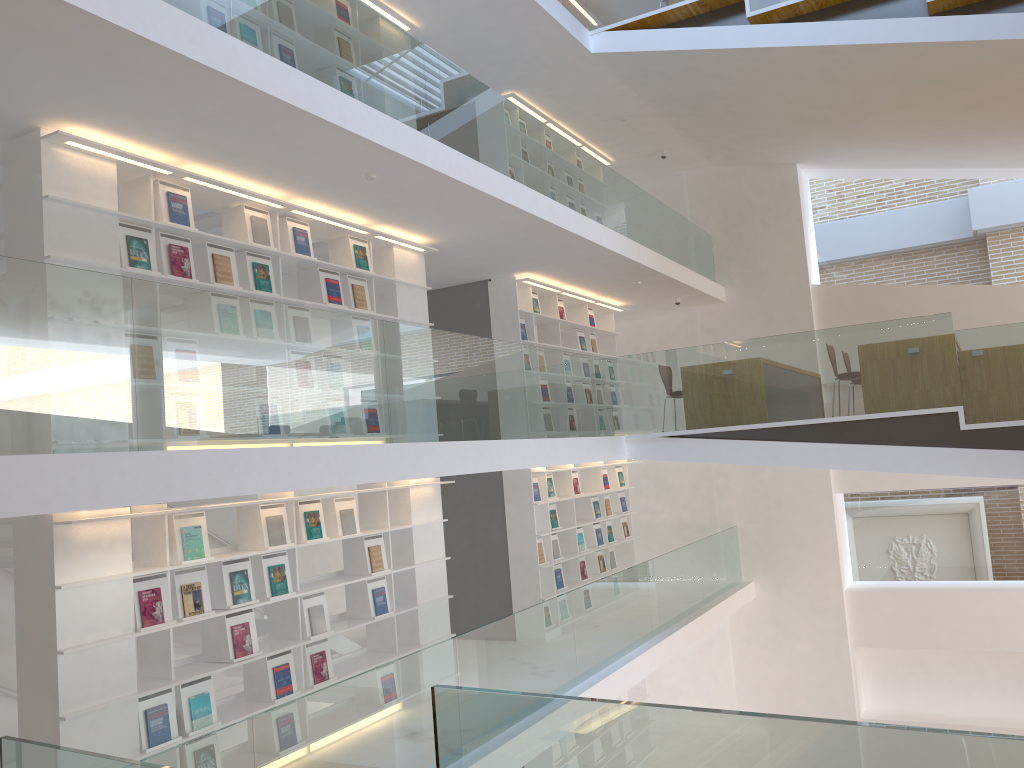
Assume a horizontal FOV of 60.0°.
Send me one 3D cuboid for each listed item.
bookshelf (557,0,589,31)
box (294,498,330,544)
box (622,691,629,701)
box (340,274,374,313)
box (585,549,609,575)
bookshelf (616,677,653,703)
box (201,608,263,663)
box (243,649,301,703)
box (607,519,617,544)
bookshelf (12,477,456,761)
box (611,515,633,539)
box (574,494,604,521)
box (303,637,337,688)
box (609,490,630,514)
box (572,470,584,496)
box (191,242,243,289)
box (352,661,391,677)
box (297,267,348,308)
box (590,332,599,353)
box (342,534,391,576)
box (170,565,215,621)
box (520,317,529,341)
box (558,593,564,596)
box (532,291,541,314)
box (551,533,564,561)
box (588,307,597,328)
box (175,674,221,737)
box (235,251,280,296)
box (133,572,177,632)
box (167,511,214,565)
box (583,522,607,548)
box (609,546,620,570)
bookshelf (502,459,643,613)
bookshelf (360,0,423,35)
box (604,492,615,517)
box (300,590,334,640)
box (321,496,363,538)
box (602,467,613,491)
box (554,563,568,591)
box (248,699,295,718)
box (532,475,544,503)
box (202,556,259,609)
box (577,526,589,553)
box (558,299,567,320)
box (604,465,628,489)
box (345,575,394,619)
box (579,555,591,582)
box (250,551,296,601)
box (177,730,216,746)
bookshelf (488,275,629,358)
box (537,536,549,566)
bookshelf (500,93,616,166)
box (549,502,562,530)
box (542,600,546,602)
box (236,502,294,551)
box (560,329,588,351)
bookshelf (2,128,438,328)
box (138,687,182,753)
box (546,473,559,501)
[{"bbox_3d":[0.417,-4.234,11.156,0.498,1.836,2.984,-7,-6,28],"label":"bookshelf"},{"bbox_3d":[-1.504,0.984,6.375,0.274,0.296,0.245,-7,-6,28],"label":"box"},{"bbox_3d":[1.306,3.889,11.061,0.274,0.296,0.245,-7,-6,28],"label":"box"},{"bbox_3d":[-1.301,-0.707,7.147,0.274,0.296,0.245,-7,-6,28],"label":"box"},{"bbox_3d":[1.012,2.179,10.913,0.274,0.296,0.245,-7,-6,28],"label":"box"},{"bbox_3d":[1.051,3.869,10.444,0.498,1.836,2.984,-7,-6,28],"label":"bookshelf"},{"bbox_3d":[-1.797,1.602,5.686,0.274,0.296,0.245,-7,-6,28],"label":"box"},{"bbox_3d":[-1.611,1.949,5.951,0.274,0.296,0.245,-7,-6,28],"label":"box"},{"bbox_3d":[1.148,1.866,11.239,0.274,0.296,0.245,-7,-6,28],"label":"box"},{"bbox_3d":[-1.568,1.651,6.201,0.397,1.836,3.666,-7,-6,28],"label":"bookshelf"},{"bbox_3d":[1.410,1.887,11.721,0.274,0.296,0.245,-7,-6,28],"label":"box"},{"bbox_3d":[0.955,1.526,10.959,0.274,0.296,0.245,-7,-6,28],"label":"box"},{"bbox_3d":[-1.432,1.964,6.280,0.274,0.296,0.245,-7,-6,28],"label":"box"},{"bbox_3d":[1.378,1.560,11.738,0.274,0.296,0.245,-7,-6,28],"label":"box"},{"bbox_3d":[0.664,1.176,10.495,0.274,0.296,0.245,-7,-6,28],"label":"box"},{"bbox_3d":[-1.984,-0.764,5.889,0.274,0.296,0.245,-7,-6,28],"label":"box"},{"bbox_3d":[-1.052,2.320,6.904,0.274,0.296,0.245,-7,-6,28],"label":"box"},{"bbox_3d":[-1.464,-0.724,6.849,0.274,0.296,0.245,-7,-6,28],"label":"box"},{"bbox_3d":[0.967,-0.507,11.456,0.274,0.296,0.245,-7,-6,28],"label":"box"},{"bbox_3d":[-1.141,1.339,6.967,0.274,0.296,0.245,-7,-6,28],"label":"box"},{"bbox_3d":[-2.006,1.269,5.400,0.274,0.296,0.245,-7,-6,28],"label":"box"},{"bbox_3d":[0.023,-0.586,9.717,0.274,0.296,0.245,-7,-6,28],"label":"box"},{"bbox_3d":[0.466,2.458,9.830,0.274,0.296,0.245,-7,-6,28],"label":"box"},{"bbox_3d":[0.179,-0.896,10.080,0.274,0.296,0.245,-7,-6,28],"label":"box"},{"bbox_3d":[0.391,1.803,9.844,0.274,0.296,0.245,-7,-6,28],"label":"box"},{"bbox_3d":[0.942,-0.832,11.485,0.274,0.296,0.245,-7,-6,28],"label":"box"},{"bbox_3d":[-1.946,1.921,5.334,0.274,0.296,0.245,-7,-6,28],"label":"box"},{"bbox_3d":[-1.820,-0.751,6.192,0.274,0.296,0.245,-7,-6,28],"label":"box"},{"bbox_3d":[-2.140,1.255,5.128,0.274,0.296,0.245,-7,-6,28],"label":"box"},{"bbox_3d":[-2.021,0.941,5.424,0.274,0.296,0.245,-7,-6,28],"label":"box"},{"bbox_3d":[0.980,1.852,10.930,0.274,0.296,0.245,-7,-6,28],"label":"box"},{"bbox_3d":[1.183,2.193,11.227,0.274,0.296,0.245,-7,-6,28],"label":"box"},{"bbox_3d":[0.893,1.847,10.622,0.498,1.836,2.984,-7,-6,28],"label":"bookshelf"},{"bbox_3d":[-1.843,-2.434,6.536,0.498,1.836,3.666,-7,-6,28],"label":"bookshelf"},{"bbox_3d":[1.127,1.540,11.276,0.274,0.296,0.245,-7,-6,28],"label":"box"},{"bbox_3d":[-1.460,1.637,6.304,0.274,0.296,0.245,-7,-6,28],"label":"box"},{"bbox_3d":[-2.819,2.594,3.539,0.498,3.764,7.125,-7,-6,28],"label":"box"},{"bbox_3d":[1.102,1.214,11.305,0.274,0.296,0.245,-7,-6,28],"label":"box"},{"bbox_3d":[0.435,2.131,9.849,0.274,0.296,0.245,-7,-6,28],"label":"box"},{"bbox_3d":[-1.585,2.275,5.923,0.274,0.296,0.245,-7,-6,28],"label":"box"},{"bbox_3d":[0.162,1.138,9.573,0.274,0.296,0.245,-7,-6,28],"label":"box"},{"bbox_3d":[-1.825,1.275,5.709,0.274,0.296,0.245,-7,-6,28],"label":"box"},{"bbox_3d":[0.724,1.830,10.458,0.274,0.296,0.245,-7,-6,28],"label":"box"},{"bbox_3d":[0.504,-0.871,10.675,0.274,0.296,0.245,-7,-6,28],"label":"box"},{"bbox_3d":[1.352,1.235,11.766,0.274,0.296,0.245,-7,-6,28],"label":"box"},{"bbox_3d":[-1.115,1.666,6.940,0.274,0.296,0.245,-7,-6,28],"label":"box"},{"bbox_3d":[0.743,2.156,10.416,0.274,0.296,0.245,-7,-6,28],"label":"box"},{"bbox_3d":[-1.660,1.296,6.012,0.274,0.296,0.245,-7,-6,28],"label":"box"},{"bbox_3d":[-1.918,2.247,5.310,0.274,0.296,0.245,-7,-6,28],"label":"box"},{"bbox_3d":[0.733,-0.200,10.802,0.498,1.836,2.984,-7,-6,28],"label":"bookshelf"},{"bbox_3d":[0.212,1.788,9.514,0.274,0.296,0.245,-7,-6,28],"label":"box"},{"bbox_3d":[0.574,-2.233,10.980,0.498,1.836,2.984,-7,-6,28],"label":"bookshelf"},{"bbox_3d":[0.376,1.473,9.893,0.274,0.296,0.245,-7,-6,28],"label":"box"},{"bbox_3d":[0.262,2.442,9.455,0.274,0.296,0.245,-7,-6,28],"label":"box"},{"bbox_3d":[-1.682,0.970,6.047,0.274,0.296,0.245,-7,-6,28],"label":"box"},{"bbox_3d":[0.795,-0.521,11.138,0.274,0.296,0.245,-7,-6,28],"label":"box"},{"bbox_3d":[-1.684,-0.401,6.357,0.498,1.836,3.666,-7,-6,28],"label":"bookshelf"},{"bbox_3d":[-2.087,1.909,5.074,0.274,0.296,0.245,-7,-6,28],"label":"box"},{"bbox_3d":[0.339,1.151,9.900,0.274,0.296,0.245,-7,-6,28],"label":"box"}]
